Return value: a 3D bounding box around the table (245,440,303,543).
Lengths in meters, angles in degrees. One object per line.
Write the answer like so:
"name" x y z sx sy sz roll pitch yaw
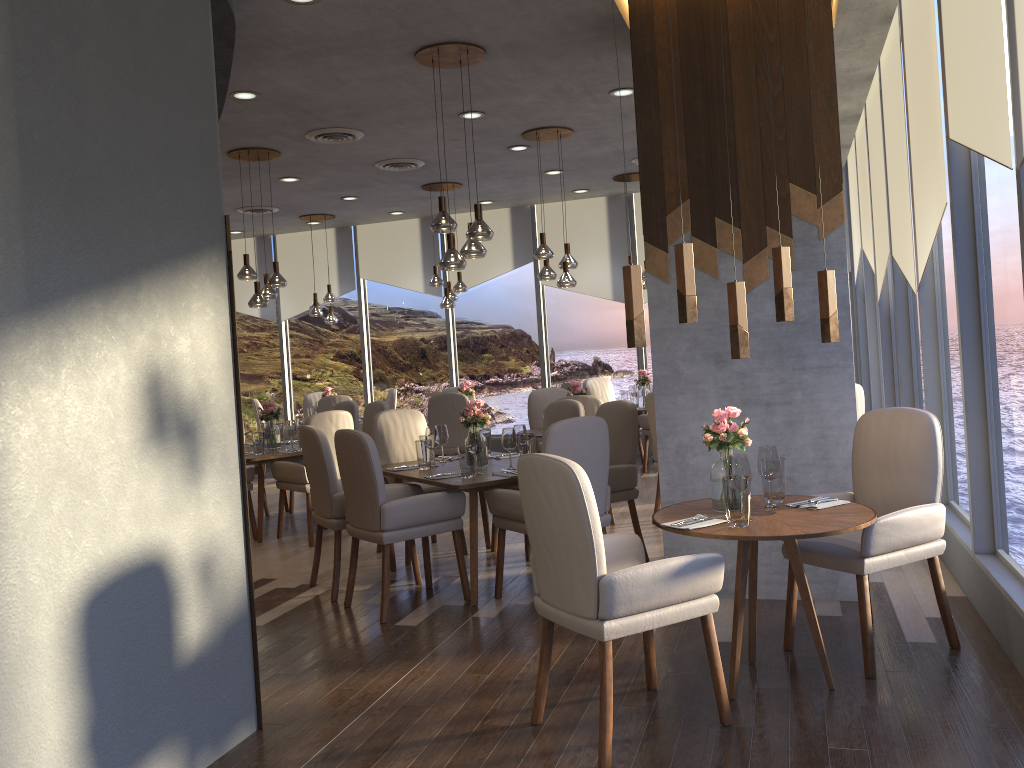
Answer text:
"table" -2.050 0.883 7.594 0.966 0.666 1.306 -5 2 -39

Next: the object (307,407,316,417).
"object" -2.441 0.379 10.825 0.102 0.178 0.102 -4 1 -22

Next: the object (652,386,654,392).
"object" 1.571 0.128 9.633 0.092 0.244 0.092 -4 0 -42

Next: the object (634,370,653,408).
"object" 1.454 0.047 9.746 0.198 0.416 0.210 -4 1 -35

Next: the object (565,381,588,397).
"object" 0.565 0.177 7.611 0.210 0.416 0.197 -4 0 -25

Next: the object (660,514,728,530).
"object" 0.696 0.512 3.328 0.255 0.019 0.157 -5 2 -34

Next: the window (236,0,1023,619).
"window" 0.448 -0.817 8.286 8.068 3.198 16.113 -5 2 -28

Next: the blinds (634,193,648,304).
"blinds" 2.046 -2.330 10.651 1.172 2.680 0.007 -4 0 17

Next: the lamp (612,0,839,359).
"lamp" 0.832 -1.062 3.460 1.162 1.931 0.118 -4 0 -28

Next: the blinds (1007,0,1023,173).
"blinds" 1.400 -2.000 2.347 0.007 2.680 1.174 -4 0 17

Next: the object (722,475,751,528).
"object" 0.821 0.428 3.224 0.102 0.178 0.102 -4 1 2

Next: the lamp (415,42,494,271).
"lamp" -0.334 -1.356 5.434 0.439 1.326 0.439 -4 0 3

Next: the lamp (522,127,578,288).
"lamp" 0.346 -1.472 7.552 0.439 1.326 0.440 -4 0 25

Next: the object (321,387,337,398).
"object" -2.273 0.243 11.025 0.198 0.416 0.210 -4 0 15

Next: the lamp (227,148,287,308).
"lamp" -2.170 -1.312 7.604 0.439 1.326 0.440 -4 0 23

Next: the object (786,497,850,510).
"object" 1.204 0.473 3.532 0.255 0.019 0.157 -5 2 -30

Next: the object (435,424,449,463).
"object" -0.454 0.388 5.750 0.092 0.244 0.092 -4 0 20

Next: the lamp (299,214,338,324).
"lamp" -2.382 -1.415 11.028 0.439 1.326 0.439 -4 0 10

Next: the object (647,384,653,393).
"object" 1.555 0.122 9.862 0.092 0.244 0.092 -4 0 20

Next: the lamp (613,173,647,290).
"lamp" 1.370 -1.612 9.725 0.439 1.326 0.439 -4 0 -15

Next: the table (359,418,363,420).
"table" -2.242 0.781 11.019 0.833 0.662 0.834 -3 1 16

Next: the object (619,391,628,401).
"object" 1.254 0.172 9.904 0.102 0.178 0.102 -3 1 35

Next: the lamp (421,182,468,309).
"lamp" -0.715 -1.473 9.569 0.439 1.326 0.440 -4 0 20

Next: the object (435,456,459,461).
"object" -0.428 0.493 5.915 0.157 0.019 0.255 -5 2 -28

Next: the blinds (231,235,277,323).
"blinds" -3.919 -2.161 12.519 1.172 2.680 0.007 -4 0 17

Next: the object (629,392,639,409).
"object" 1.317 0.182 9.518 0.102 0.178 0.102 -4 1 -10

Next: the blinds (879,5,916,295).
"blinds" 2.539 -1.906 5.934 0.007 2.680 1.174 -4 0 17

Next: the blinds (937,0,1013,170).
"blinds" 1.771 -2.087 3.538 0.007 2.680 1.174 -4 0 17

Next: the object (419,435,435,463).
"object" -0.550 0.425 5.797 0.102 0.178 0.102 -4 1 -2

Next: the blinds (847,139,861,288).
"blinds" 3.638 -2.390 9.509 0.007 2.680 1.174 -4 0 17

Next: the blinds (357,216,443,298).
"blinds" -1.553 -2.434 11.774 1.172 2.680 0.007 -4 0 17

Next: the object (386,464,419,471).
"object" -0.655 0.520 5.570 0.255 0.019 0.157 -5 2 -29

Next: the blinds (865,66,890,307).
"blinds" 2.911 -1.977 7.125 0.007 2.680 1.174 -4 0 17

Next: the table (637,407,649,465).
"table" 1.491 0.584 9.728 0.833 0.662 0.834 -4 1 4

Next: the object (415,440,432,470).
"object" -0.540 0.436 5.455 0.102 0.178 0.102 -4 1 7

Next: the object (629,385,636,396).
"object" 1.344 0.136 9.846 0.092 0.244 0.092 -4 0 -2

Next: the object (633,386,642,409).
"object" 1.363 0.142 9.616 0.092 0.244 0.092 -4 0 -1

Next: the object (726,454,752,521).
"object" 0.855 0.389 3.327 0.092 0.244 0.092 -4 0 8

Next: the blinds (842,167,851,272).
"blinds" 3.222 -2.584 10.277 1.172 2.680 0.007 -4 0 17

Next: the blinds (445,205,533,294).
"blinds" -0.350 -2.498 11.396 1.172 2.680 0.007 -4 0 17

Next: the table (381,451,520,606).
"table" -0.201 0.837 5.460 0.965 0.666 1.306 -5 2 -32

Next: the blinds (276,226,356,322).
"blinds" -2.732 -2.225 12.147 1.172 2.680 0.007 -4 0 17

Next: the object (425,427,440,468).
"object" -0.497 0.397 5.555 0.092 0.244 0.092 -4 0 13

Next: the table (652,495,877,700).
"table" 0.985 0.831 3.438 0.833 0.662 0.834 -4 1 9

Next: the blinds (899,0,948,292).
"blinds" 2.166 -1.859 4.744 0.007 2.680 1.174 -4 0 17

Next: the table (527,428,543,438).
"table" 0.459 0.725 7.549 0.834 0.662 0.834 -4 1 -8

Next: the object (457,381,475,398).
"object" -0.489 0.178 9.553 0.210 0.416 0.198 -4 0 -10

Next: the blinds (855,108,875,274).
"blinds" 3.265 -2.325 8.317 0.007 2.680 1.174 -4 0 17

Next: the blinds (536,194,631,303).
"blinds" 0.857 -2.266 11.024 1.172 2.680 0.007 -4 0 17

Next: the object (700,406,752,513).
"object" 0.861 0.297 3.529 0.210 0.416 0.198 -4 0 -5

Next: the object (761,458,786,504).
"object" 1.076 0.397 3.644 0.102 0.178 0.102 -4 1 -24

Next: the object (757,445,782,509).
"object" 1.031 0.371 3.543 0.092 0.244 0.092 -3 0 40

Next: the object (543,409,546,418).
"object" 0.323 0.306 7.745 0.102 0.178 0.102 -4 1 -2

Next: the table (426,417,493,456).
"table" -0.597 0.725 9.556 0.834 0.662 0.833 -4 1 -23
